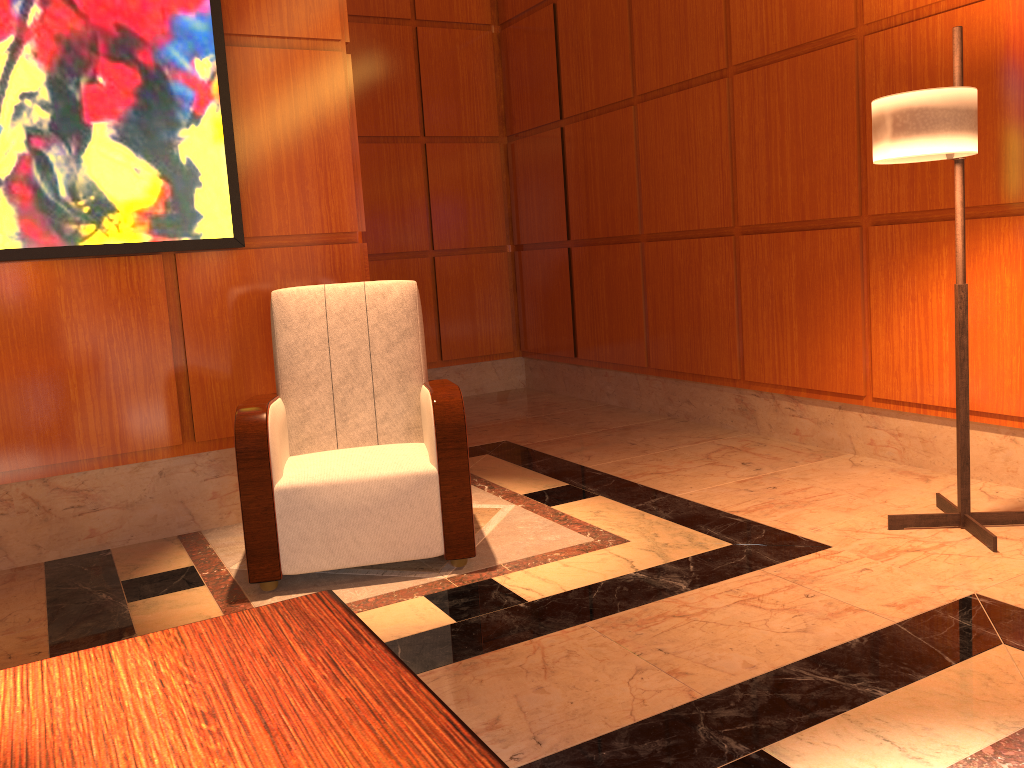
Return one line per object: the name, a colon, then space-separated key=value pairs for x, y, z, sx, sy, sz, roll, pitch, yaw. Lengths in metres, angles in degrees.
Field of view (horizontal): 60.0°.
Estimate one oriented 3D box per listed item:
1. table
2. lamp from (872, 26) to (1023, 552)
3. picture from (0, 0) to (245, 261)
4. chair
table: x=-0.602 y=0.694 z=0.825 sx=1.170 sy=0.532 sz=0.727 roll=-8 pitch=9 yaw=-28
lamp: x=1.424 y=-0.316 z=2.887 sx=0.528 sy=1.654 sz=0.360 roll=-9 pitch=8 yaw=-38
picture: x=-2.004 y=-1.273 z=2.976 sx=2.001 sy=1.729 sz=0.057 roll=-8 pitch=7 yaw=-28
chair: x=-0.560 y=0.127 z=3.134 sx=0.738 sy=0.957 sz=0.631 roll=-5 pitch=7 yaw=-9
